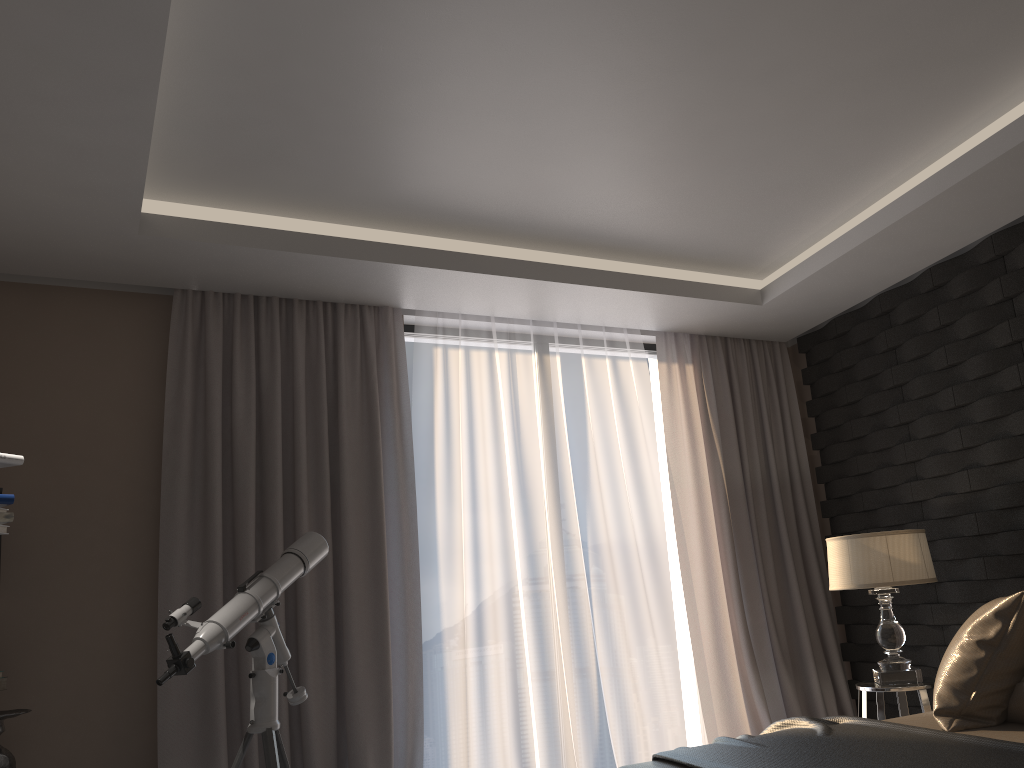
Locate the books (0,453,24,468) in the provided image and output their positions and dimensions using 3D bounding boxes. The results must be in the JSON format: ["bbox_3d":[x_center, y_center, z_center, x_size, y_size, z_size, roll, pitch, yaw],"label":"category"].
[{"bbox_3d":[-1.565,0.209,2.458,0.199,0.027,0.278,-9,-14,17],"label":"books"}]

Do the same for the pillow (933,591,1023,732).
[{"bbox_3d":[1.723,0.690,2.505,0.930,0.518,1.217,-1,-14,-16],"label":"pillow"}]

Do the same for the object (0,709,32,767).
[{"bbox_3d":[-1.742,1.348,2.924,0.228,0.482,0.210,1,-14,-18],"label":"object"}]

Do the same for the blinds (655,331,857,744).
[{"bbox_3d":[1.386,0.838,4.885,1.048,2.641,0.324,4,-16,-28],"label":"blinds"}]

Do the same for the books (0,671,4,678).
[{"bbox_3d":[-1.886,0.995,2.965,0.241,0.023,0.181,-10,-15,21],"label":"books"}]

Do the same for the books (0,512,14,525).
[{"bbox_3d":[-1.549,0.374,2.421,0.175,0.026,0.257,-15,-17,36],"label":"books"}]

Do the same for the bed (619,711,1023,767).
[{"bbox_3d":[1.385,1.219,2.195,2.375,0.624,2.211,0,-14,-18],"label":"bed"}]

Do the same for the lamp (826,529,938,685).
[{"bbox_3d":[1.650,0.982,3.883,0.455,0.631,0.476,-7,-14,13],"label":"lamp"}]

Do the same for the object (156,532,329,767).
[{"bbox_3d":[-0.842,1.183,2.887,0.645,1.406,0.569,3,-15,-26],"label":"object"}]

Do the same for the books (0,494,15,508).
[{"bbox_3d":[-1.566,0.324,2.421,0.184,0.027,0.290,-15,-17,37],"label":"books"}]

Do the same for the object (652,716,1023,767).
[{"bbox_3d":[0.933,1.045,2.073,0.640,0.322,1.979,0,-14,-17],"label":"object"}]

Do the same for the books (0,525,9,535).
[{"bbox_3d":[-1.570,0.395,2.385,0.226,0.027,0.309,-4,-14,-3],"label":"books"}]

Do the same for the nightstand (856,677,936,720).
[{"bbox_3d":[1.688,1.578,3.723,0.559,0.603,0.542,-3,-14,-6],"label":"nightstand"}]

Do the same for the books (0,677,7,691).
[{"bbox_3d":[-1.883,1.027,2.959,0.250,0.043,0.191,-4,-14,-4],"label":"books"}]

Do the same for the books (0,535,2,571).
[{"bbox_3d":[-1.904,0.626,3.106,0.176,0.246,0.083,3,-15,-28],"label":"books"}]

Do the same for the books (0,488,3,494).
[{"bbox_3d":[-1.605,0.308,2.452,0.167,0.028,0.277,-16,-17,37],"label":"books"}]

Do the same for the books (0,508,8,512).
[{"bbox_3d":[-1.562,0.347,2.407,0.212,0.022,0.286,-3,-14,-7],"label":"books"}]

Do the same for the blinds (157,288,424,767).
[{"bbox_3d":[-0.860,0.732,3.621,1.099,2.642,0.341,4,-15,-27],"label":"blinds"}]
